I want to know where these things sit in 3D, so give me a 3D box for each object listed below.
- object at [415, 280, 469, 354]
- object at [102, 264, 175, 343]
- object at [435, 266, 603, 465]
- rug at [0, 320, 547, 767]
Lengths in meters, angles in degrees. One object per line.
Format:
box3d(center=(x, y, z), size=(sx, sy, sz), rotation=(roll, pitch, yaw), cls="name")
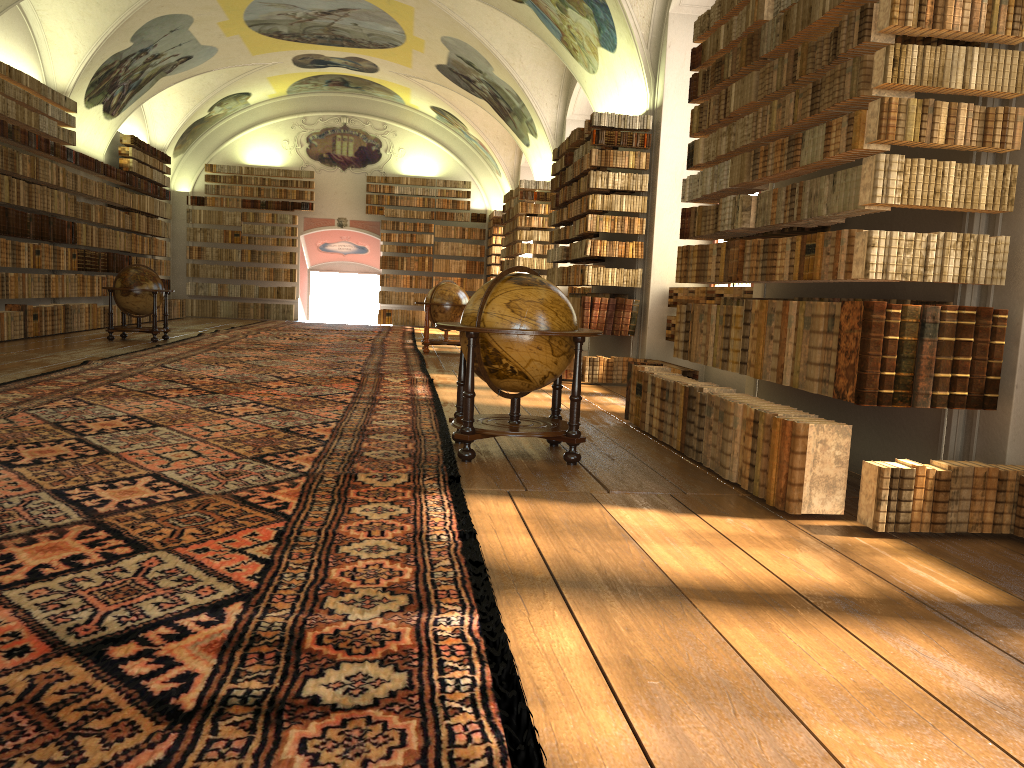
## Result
box3d(center=(-1.291, -1.334, 17.583), size=(1.277, 1.452, 1.278), rotation=(7, 8, 35), cls="object")
box3d(center=(-7.092, -1.548, 16.850), size=(1.277, 1.452, 1.278), rotation=(7, 8, 35), cls="object")
box3d(center=(0.043, -0.177, 6.819), size=(1.278, 1.452, 1.277), rotation=(-3, 9, -44), cls="object")
box3d(center=(-3.185, 0.029, 9.936), size=(4.704, 0.064, 36.819), rotation=(2, 6, -7), cls="rug")
